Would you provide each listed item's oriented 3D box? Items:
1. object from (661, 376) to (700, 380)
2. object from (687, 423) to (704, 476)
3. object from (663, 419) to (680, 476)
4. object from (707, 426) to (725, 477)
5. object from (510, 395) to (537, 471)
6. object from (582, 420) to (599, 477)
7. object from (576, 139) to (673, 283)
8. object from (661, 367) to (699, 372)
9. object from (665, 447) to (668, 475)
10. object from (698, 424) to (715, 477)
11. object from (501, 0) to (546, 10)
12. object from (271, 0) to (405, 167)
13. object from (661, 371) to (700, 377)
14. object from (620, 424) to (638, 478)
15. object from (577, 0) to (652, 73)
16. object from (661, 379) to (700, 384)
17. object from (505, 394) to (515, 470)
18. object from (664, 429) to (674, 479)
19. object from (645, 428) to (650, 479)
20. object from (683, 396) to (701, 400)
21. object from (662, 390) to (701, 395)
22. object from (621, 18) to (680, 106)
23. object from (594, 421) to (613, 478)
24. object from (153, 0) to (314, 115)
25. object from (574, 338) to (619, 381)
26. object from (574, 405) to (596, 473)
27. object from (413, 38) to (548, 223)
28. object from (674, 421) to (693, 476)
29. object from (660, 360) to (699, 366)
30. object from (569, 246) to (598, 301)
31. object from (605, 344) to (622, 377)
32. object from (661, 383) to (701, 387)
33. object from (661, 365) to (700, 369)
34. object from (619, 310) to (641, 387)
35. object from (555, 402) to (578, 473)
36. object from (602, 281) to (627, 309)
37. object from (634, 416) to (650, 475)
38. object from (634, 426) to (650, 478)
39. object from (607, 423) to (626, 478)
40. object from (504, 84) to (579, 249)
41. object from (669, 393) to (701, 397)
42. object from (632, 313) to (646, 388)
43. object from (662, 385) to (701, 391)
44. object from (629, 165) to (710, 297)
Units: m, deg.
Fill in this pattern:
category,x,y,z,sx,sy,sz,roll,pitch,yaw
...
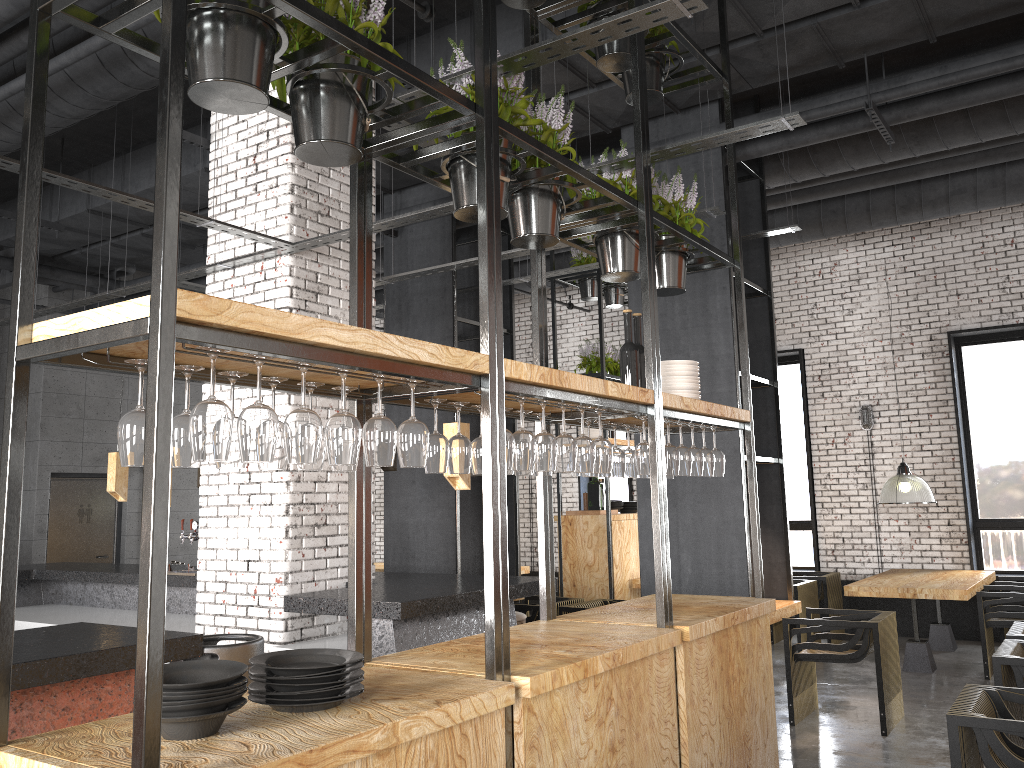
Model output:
category,x,y,z,sx,sy,sz,roll,pitch,yaw
object,0.838,-0.009,4.750,0.334,0.043,0.334,-4,-8,17
object,0.915,0.331,4.476,0.101,0.268,0.100,-1,-9,-3
object,0.750,0.302,4.234,0.101,0.268,0.100,-1,-9,-3
object,1.080,0.359,4.718,0.101,0.268,0.100,-1,-9,-3
object,0.037,0.178,3.188,0.101,0.268,0.101,6,-12,-42
object,0.364,0.303,4.173,0.101,0.268,0.100,2,-9,-19
object,0.539,-0.813,4.511,0.415,0.560,0.466,-9,-11,41
object,0.837,-0.047,4.757,0.334,0.044,0.334,-2,-8,4
object,0.673,0.289,4.121,0.101,0.268,0.100,2,-9,-19
object,0.998,0.345,4.597,0.101,0.268,0.100,-1,-9,-3
object,0.046,-2.006,3.994,0.467,0.560,0.415,-6,-9,28
object,-0.597,-1.007,2.871,0.416,0.560,0.466,-3,-8,10
object,0.837,-0.028,4.754,0.334,0.041,0.334,-2,-8,3
object,0.596,0.343,4.513,0.101,0.268,0.100,-1,-9,-3
object,0.540,-1.933,4.622,0.416,0.560,0.466,-2,-8,7
object,0.839,0.011,4.748,0.334,0.039,0.334,-8,-10,41
object,-0.040,0.165,3.075,0.101,0.268,0.101,6,-12,-42
object,0.843,0.386,4.876,0.101,0.268,0.100,-1,-9,-3
object,0.761,0.372,4.755,0.101,0.268,0.100,-1,-9,-3
object,0.840,0.103,4.735,0.334,0.046,0.334,-3,-8,14
object,0.840,0.065,4.739,0.335,0.040,0.333,-1,-8,-2
object,0.735,-1.883,5.025,0.416,0.560,0.466,4,-10,-31
object,0.436,0.315,4.278,0.101,0.268,0.100,2,-9,-19
object,-0.777,-1.058,2.463,0.467,0.560,0.415,1,-9,-16
object,0.930,-0.118,9.768,0.467,0.560,0.415,-1,-8,-1
object,0.285,0.221,3.551,0.101,0.268,0.101,6,-12,-42
object,-0.132,-0.934,3.498,0.467,0.560,0.415,1,-9,-17
object,0.833,0.316,4.355,0.101,0.268,0.100,-1,-9,-3
object,0.836,-0.085,4.763,0.334,0.039,0.334,-2,-8,8
object,0.864,-1.224,9.954,0.416,0.560,0.466,-3,-8,8
object,1.181,-0.066,10.202,0.416,0.560,0.466,-6,-9,28
object,0.840,0.026,4.745,0.334,0.041,0.334,4,-9,-34
object,0.837,-0.066,4.760,0.334,0.039,0.334,-3,-8,9
object,0.582,-0.134,4.390,0.098,0.472,0.098,-1,-9,-4
object,0.202,0.207,3.430,0.101,0.268,0.101,6,-12,-42
object,1.186,-1.176,10.364,0.467,0.560,0.415,0,-8,-8
object,0.601,0.276,4.016,0.101,0.268,0.100,2,-9,-19
object,0.678,0.357,4.634,0.101,0.268,0.100,-1,-9,-3
object,0.513,0.329,4.392,0.101,0.268,0.100,-1,-9,-3
object,0.088,-0.889,3.872,0.416,0.560,0.466,-2,-8,1
object,0.841,0.085,4.737,0.334,0.037,0.334,-1,-8,0
object,0.642,-0.123,4.478,0.098,0.472,0.098,-1,-9,-4
object,0.839,0.046,4.743,0.334,0.039,0.334,-1,-8,0
object,0.836,-0.774,4.856,0.416,0.560,0.466,-6,-9,27
